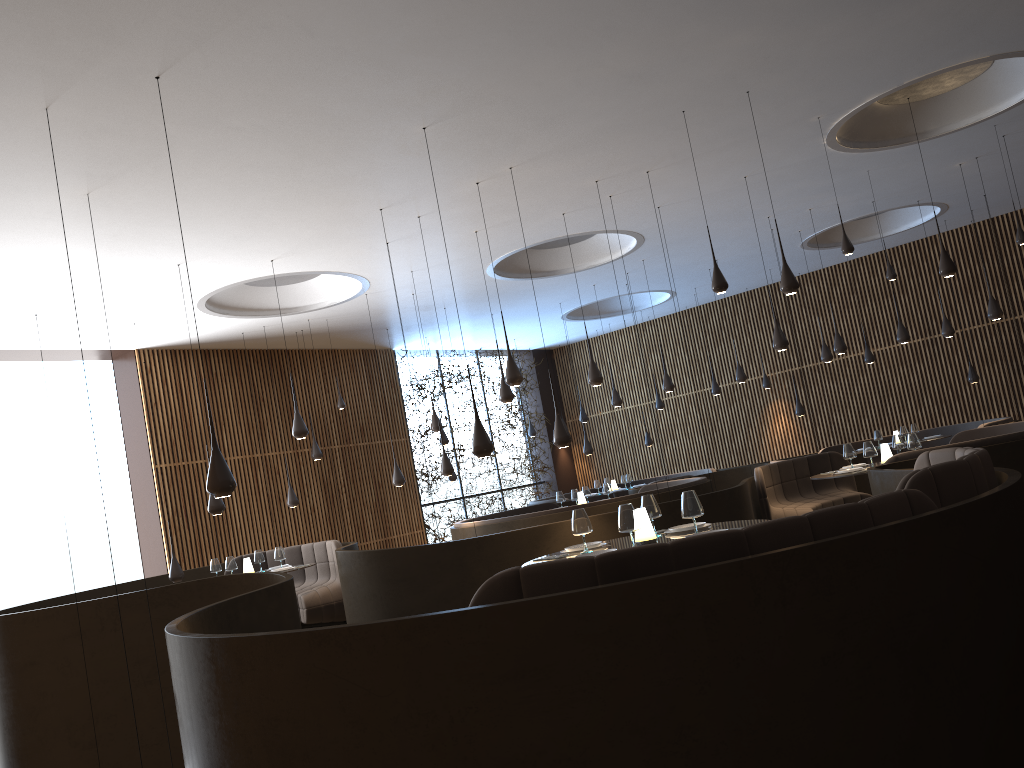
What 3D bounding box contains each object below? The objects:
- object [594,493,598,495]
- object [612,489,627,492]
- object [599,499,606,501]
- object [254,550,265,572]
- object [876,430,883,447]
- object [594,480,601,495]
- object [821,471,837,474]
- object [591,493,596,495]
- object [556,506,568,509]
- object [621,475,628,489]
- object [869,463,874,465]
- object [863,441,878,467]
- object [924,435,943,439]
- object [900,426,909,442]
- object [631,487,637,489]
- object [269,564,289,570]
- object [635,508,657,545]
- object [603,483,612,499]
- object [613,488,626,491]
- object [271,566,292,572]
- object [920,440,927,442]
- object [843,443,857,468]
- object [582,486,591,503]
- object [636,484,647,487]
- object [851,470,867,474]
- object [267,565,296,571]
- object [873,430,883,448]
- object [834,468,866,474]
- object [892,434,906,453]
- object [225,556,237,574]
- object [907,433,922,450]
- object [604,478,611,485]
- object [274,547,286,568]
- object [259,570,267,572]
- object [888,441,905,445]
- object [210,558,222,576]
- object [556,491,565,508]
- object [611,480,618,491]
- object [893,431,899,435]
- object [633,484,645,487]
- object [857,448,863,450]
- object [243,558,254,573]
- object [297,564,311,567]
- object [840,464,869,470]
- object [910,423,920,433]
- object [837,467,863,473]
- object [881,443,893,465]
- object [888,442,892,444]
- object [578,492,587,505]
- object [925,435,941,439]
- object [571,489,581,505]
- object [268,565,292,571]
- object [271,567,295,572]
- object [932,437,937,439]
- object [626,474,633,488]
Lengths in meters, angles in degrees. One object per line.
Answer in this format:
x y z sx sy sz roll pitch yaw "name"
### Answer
1.632 2.312 18.427 0.333 0.014 0.331 -15 -8 36 "object"
2.178 2.156 17.942 0.332 0.014 0.332 -13 -7 25 "object"
1.422 1.829 13.860 0.264 0.029 0.263 -15 -8 34 "object"
-3.327 2.337 11.683 0.142 0.295 0.142 -11 -5 6 "object"
6.444 0.959 15.579 0.141 0.295 0.142 -9 -5 -20 "object"
1.772 2.130 18.280 0.142 0.295 0.142 -14 -6 33 "object"
3.667 1.015 10.169 0.126 0.017 0.263 -9 -7 -17 "object"
1.630 2.303 18.428 0.263 0.029 0.264 -9 -7 -15 "object"
0.751 1.956 13.884 0.263 0.029 0.263 -11 -6 5 "object"
2.308 2.013 18.128 0.142 0.295 0.142 -14 -6 32 "object"
3.960 0.963 10.241 0.410 0.012 0.205 -8 -7 -21 "object"
3.818 0.759 9.445 0.142 0.295 0.142 -10 -5 -1 "object"
7.116 0.908 14.993 0.332 0.014 0.332 -13 -7 24 "object"
6.619 0.856 14.951 0.141 0.295 0.142 -8 -6 -24 "object"
2.476 2.107 17.928 0.126 0.017 0.262 -10 -6 -1 "object"
-3.084 2.428 11.742 0.263 0.029 0.263 -11 -6 4 "object"
0.862 0.933 5.828 0.142 0.231 0.144 -12 -5 17 "object"
1.442 1.639 13.356 0.142 0.295 0.142 -11 -5 10 "object"
2.177 2.147 17.943 0.263 0.029 0.264 -4 -9 -45 "object"
-2.865 2.309 11.037 0.263 0.029 0.263 -12 -7 16 "object"
6.731 0.934 14.517 0.127 0.017 0.262 -13 -7 22 "object"
3.829 0.824 10.041 0.142 0.295 0.142 -15 -6 38 "object"
1.170 1.748 13.881 0.141 0.295 0.142 -8 -6 -30 "object"
2.659 2.132 18.520 0.332 0.014 0.332 -13 -7 24 "object"
3.687 0.909 9.254 0.261 0.017 0.127 -9 -6 -11 "object"
-3.077 2.438 11.739 0.411 0.012 0.204 -14 -7 26 "object"
6.249 0.945 15.131 0.142 0.295 0.142 -13 -6 26 "object"
3.649 0.942 9.553 0.333 0.014 0.331 -16 -8 40 "object"
4.388 0.720 10.045 0.142 0.295 0.142 -10 -5 -5 "object"
-3.458 2.276 10.924 0.142 0.295 0.142 -14 -6 36 "object"
4.284 0.671 9.435 0.141 0.295 0.142 -7 -6 -33 "object"
2.037 2.143 18.840 0.142 0.295 0.142 -15 -7 39 "object"
-2.948 2.221 11.272 0.142 0.295 0.142 -15 -7 41 "object"
-3.326 2.509 11.907 0.127 0.017 0.262 -14 -7 30 "object"
6.769 1.046 15.649 0.331 0.014 0.333 -9 -6 -12 "object"
-3.763 2.373 11.276 0.142 0.295 0.142 -12 -5 12 "object"
0.753 1.801 13.664 0.142 0.295 0.142 -11 -5 5 "object"
2.132 2.118 18.496 0.142 0.231 0.144 -12 -6 19 "object"
6.586 0.918 15.168 0.143 0.231 0.144 -14 -6 30 "object"
2.657 2.122 18.520 0.264 0.029 0.263 -14 -7 27 "object"
6.140 1.124 15.394 0.263 0.029 0.264 -4 -9 -44 "object"
-3.355 2.327 11.264 0.142 0.231 0.145 -8 -6 -30 "object"
-2.688 2.320 11.283 0.262 0.017 0.126 -14 -7 31 "object"
3.956 0.962 10.239 0.331 0.014 0.333 -9 -7 -17 "object"
6.983 0.834 15.357 0.142 0.295 0.142 -9 -5 -14 "object"
3.647 0.933 9.554 0.264 0.029 0.263 -16 -9 43 "object"
4.111 0.768 9.734 0.144 0.232 0.142 -12 -5 13 "object"
6.767 1.037 15.650 0.263 0.029 0.264 -9 -7 -16 "object"
1.060 1.756 13.485 0.144 0.232 0.143 -7 -6 -35 "object"
7.114 0.899 14.994 0.264 0.029 0.263 -16 -9 43 "object"
0.949 1.700 13.082 0.142 0.295 0.142 -11 -5 0 "object"
-3.082 2.438 11.741 0.333 0.014 0.332 -14 -7 30 "object"
-2.864 2.318 11.037 0.332 0.014 0.332 -12 -6 9 "object"
7.115 0.909 14.989 0.204 0.012 0.411 -12 -7 16 "object"
2.480 2.045 18.701 0.142 0.295 0.142 -10 -5 -8 "object"
